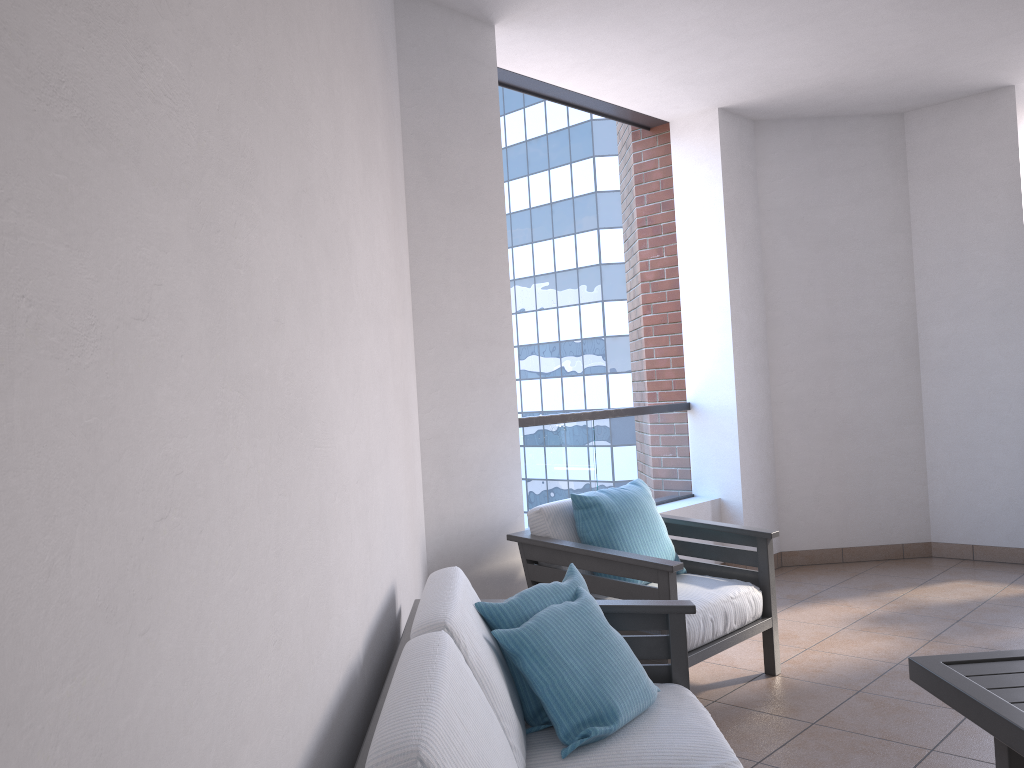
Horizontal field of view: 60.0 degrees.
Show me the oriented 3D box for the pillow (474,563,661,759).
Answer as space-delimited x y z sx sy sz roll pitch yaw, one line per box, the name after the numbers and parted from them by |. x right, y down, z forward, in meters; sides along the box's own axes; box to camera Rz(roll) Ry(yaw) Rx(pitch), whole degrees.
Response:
0.168 0.696 2.275 0.377 0.370 0.543 -4 -1 39 | pillow

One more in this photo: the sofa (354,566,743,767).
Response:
0.162 0.859 1.514 0.807 0.765 2.161 -3 -1 -2 | sofa

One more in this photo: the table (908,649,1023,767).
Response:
1.432 0.931 1.726 0.710 0.473 1.260 -3 -1 -2 | table

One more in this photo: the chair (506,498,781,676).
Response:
0.558 0.854 3.667 0.807 0.765 0.797 -4 -1 44 | chair

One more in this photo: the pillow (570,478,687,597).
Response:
0.476 0.639 3.741 0.316 0.426 0.510 -4 -1 41 | pillow
